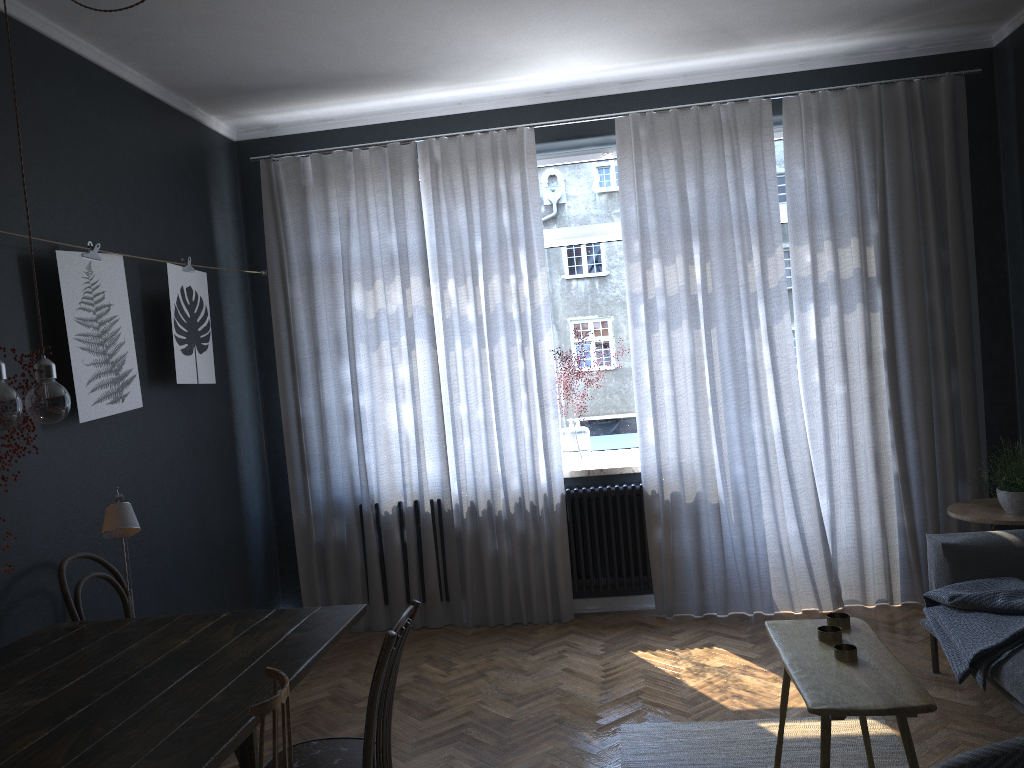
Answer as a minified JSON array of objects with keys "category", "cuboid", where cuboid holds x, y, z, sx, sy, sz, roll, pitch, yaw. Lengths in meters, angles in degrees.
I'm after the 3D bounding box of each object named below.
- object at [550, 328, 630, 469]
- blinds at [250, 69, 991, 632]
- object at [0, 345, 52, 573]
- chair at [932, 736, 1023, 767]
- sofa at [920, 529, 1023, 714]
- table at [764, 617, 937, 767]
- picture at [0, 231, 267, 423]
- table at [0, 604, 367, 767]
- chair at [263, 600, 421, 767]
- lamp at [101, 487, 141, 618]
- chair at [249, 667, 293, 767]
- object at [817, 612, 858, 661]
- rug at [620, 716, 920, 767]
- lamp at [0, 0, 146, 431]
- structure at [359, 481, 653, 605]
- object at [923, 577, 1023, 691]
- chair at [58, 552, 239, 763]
[{"category":"object","cuboid":[0.380,0.087,5.105,0.514,0.810,0.599,-6,2,-19]},{"category":"blinds","cuboid":[0.602,-0.087,4.981,3.993,2.790,0.312,-5,2,7]},{"category":"object","cuboid":[-1.595,0.376,2.489,0.638,0.931,0.556,-6,2,-23]},{"category":"chair","cuboid":[0.912,0.958,1.663,0.645,0.811,0.494,-6,2,-15]},{"category":"sofa","cuboid":[2.078,0.839,2.670,0.970,0.798,2.338,-5,1,6]},{"category":"table","cuboid":[0.975,1.066,2.599,0.339,0.550,0.787,-5,2,7]},{"category":"picture","cuboid":[-1.700,-0.226,3.111,0.058,0.771,4.454,-5,1,7]},{"category":"table","cuboid":[-1.100,1.169,2.246,1.126,0.728,1.603,-5,1,7]},{"category":"chair","cuboid":[-0.482,1.060,2.511,0.467,0.820,0.362,-5,2,6]},{"category":"lamp","cuboid":[-1.380,0.875,3.154,0.241,1.070,0.800,-7,3,-39]},{"category":"chair","cuboid":[-0.612,1.073,1.869,0.383,0.857,0.456,-5,2,-8]},{"category":"object","cuboid":[0.992,0.770,2.718,0.103,0.033,0.368,-5,1,17]},{"category":"rug","cuboid":[0.814,1.357,2.496,1.003,0.013,2.010,-5,1,7]},{"category":"lamp","cuboid":[-0.704,-0.720,1.922,1.591,1.575,0.582,-4,2,38]},{"category":"structure","cuboid":[0.008,0.921,5.162,1.847,0.601,0.215,-5,2,7]},{"category":"object","cuboid":[1.843,0.870,3.280,0.490,0.329,0.666,-5,2,12]},{"category":"chair","cuboid":[-1.334,1.068,3.304,0.549,0.921,0.437,-5,2,4]}]
